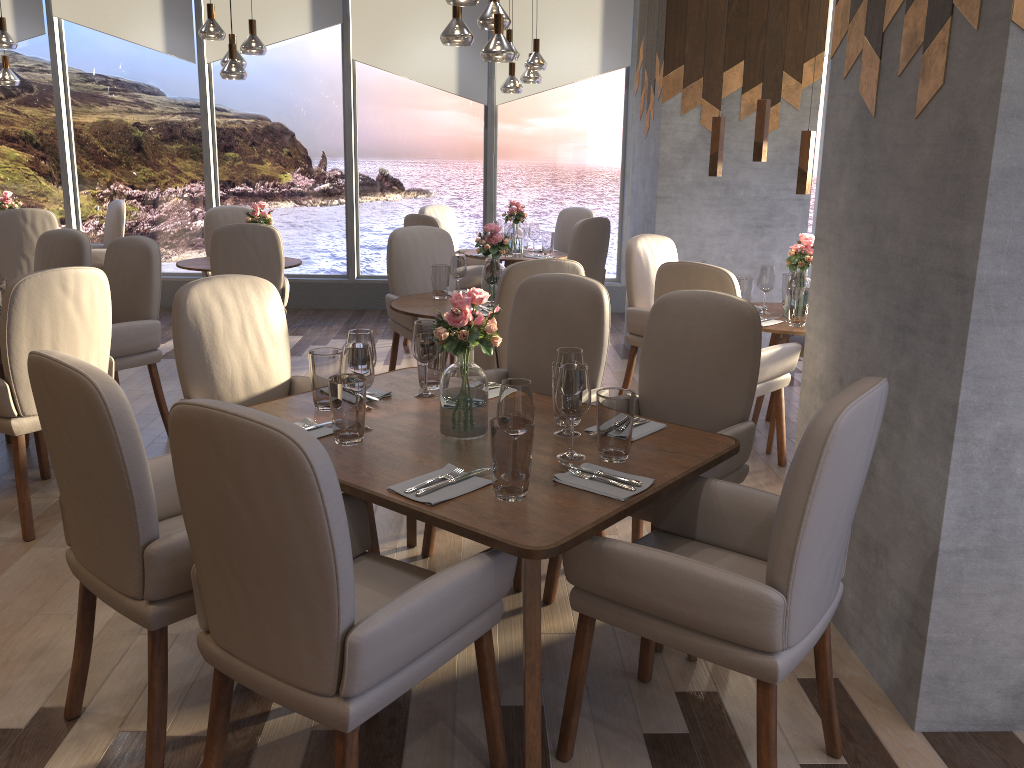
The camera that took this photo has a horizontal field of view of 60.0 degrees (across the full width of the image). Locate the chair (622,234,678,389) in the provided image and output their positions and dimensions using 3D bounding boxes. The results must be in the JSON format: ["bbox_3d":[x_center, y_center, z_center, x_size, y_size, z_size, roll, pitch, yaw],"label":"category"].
[{"bbox_3d":[0.946,-0.314,4.955,0.530,0.993,0.602,-11,18,-41],"label":"chair"}]

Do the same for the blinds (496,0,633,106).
[{"bbox_3d":[0.469,-3.736,7.516,1.173,2.662,0.007,1,13,-2],"label":"blinds"}]

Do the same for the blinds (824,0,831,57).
[{"bbox_3d":[2.351,-3.560,6.991,0.007,2.662,1.182,1,13,-2],"label":"blinds"}]

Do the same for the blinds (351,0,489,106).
[{"bbox_3d":[-0.778,-3.746,7.468,1.173,2.662,0.007,1,13,-2],"label":"blinds"}]

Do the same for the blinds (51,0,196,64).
[{"bbox_3d":[-3.283,-4.056,7.306,1.173,2.662,0.007,1,13,-2],"label":"blinds"}]

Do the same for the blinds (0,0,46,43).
[{"bbox_3d":[-4.531,-3.926,7.291,1.173,2.662,0.007,1,13,-2],"label":"blinds"}]

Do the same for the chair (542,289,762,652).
[{"bbox_3d":[0.471,0.221,2.874,0.530,0.993,0.602,12,18,40],"label":"chair"}]

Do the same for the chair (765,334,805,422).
[{"bbox_3d":[1.787,-0.289,4.920,0.530,0.993,0.602,12,18,40],"label":"chair"}]

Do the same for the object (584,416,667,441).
[{"bbox_3d":[0.316,0.124,2.540,0.158,0.019,0.256,13,19,39],"label":"object"}]

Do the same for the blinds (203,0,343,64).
[{"bbox_3d":[-2.020,-4.045,7.355,1.173,2.662,0.007,1,13,-2],"label":"blinds"}]

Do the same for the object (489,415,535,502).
[{"bbox_3d":[-0.002,0.172,2.023,0.102,0.177,0.103,-4,14,-22],"label":"object"}]

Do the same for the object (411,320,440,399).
[{"bbox_3d":[-0.276,-0.079,2.834,0.092,0.243,0.093,1,13,-2],"label":"object"}]

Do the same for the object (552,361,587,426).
[{"bbox_3d":[0.164,0.028,2.585,0.102,0.177,0.102,-11,18,-42],"label":"object"}]

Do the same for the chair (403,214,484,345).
[{"bbox_3d":[-0.476,-0.781,6.640,0.530,0.993,0.602,14,18,43],"label":"chair"}]

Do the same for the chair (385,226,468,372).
[{"bbox_3d":[-0.449,-0.399,5.182,0.529,0.993,0.603,-5,15,-25],"label":"chair"}]

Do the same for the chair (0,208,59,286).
[{"bbox_3d":[-3.575,-0.801,6.496,0.529,0.993,0.602,-10,17,-38],"label":"chair"}]

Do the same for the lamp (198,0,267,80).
[{"bbox_3d":[-1.832,-2.658,5.746,0.439,1.317,0.442,1,13,0],"label":"lamp"}]

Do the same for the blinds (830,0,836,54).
[{"bbox_3d":[2.395,-3.241,5.774,0.007,2.662,1.182,1,13,-2],"label":"blinds"}]

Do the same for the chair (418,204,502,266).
[{"bbox_3d":[-0.457,-0.980,7.402,0.602,0.993,0.530,13,18,40],"label":"chair"}]

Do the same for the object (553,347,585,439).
[{"bbox_3d":[0.158,0.024,2.472,0.092,0.243,0.093,-5,14,-24],"label":"object"}]

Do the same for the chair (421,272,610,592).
[{"bbox_3d":[0.033,0.122,3.221,0.530,0.993,0.602,11,16,35],"label":"chair"}]

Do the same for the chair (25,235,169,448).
[{"bbox_3d":[-2.027,-0.199,4.304,0.529,0.993,0.602,10,16,33],"label":"chair"}]

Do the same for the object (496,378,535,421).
[{"bbox_3d":[0.008,0.113,2.122,0.092,0.243,0.093,0,13,-6],"label":"object"}]

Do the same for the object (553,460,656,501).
[{"bbox_3d":[0.205,0.224,2.152,0.256,0.019,0.158,12,18,37],"label":"object"}]

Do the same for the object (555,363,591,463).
[{"bbox_3d":[0.157,0.074,2.281,0.092,0.243,0.093,5,14,17],"label":"object"}]

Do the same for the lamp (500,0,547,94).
[{"bbox_3d":[0.087,-2.839,6.573,0.440,1.317,0.441,-8,16,-34],"label":"lamp"}]

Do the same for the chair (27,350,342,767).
[{"bbox_3d":[-0.803,0.370,2.215,0.530,0.993,0.602,12,18,40],"label":"chair"}]

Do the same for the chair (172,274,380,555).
[{"bbox_3d":[-0.818,0.153,3.041,0.602,0.993,0.530,13,18,40],"label":"chair"}]

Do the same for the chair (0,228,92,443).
[{"bbox_3d":[-2.507,-0.284,4.595,0.529,0.993,0.603,8,15,28],"label":"chair"}]

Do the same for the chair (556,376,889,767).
[{"bbox_3d":[0.487,0.436,2.055,0.601,0.993,0.530,11,16,35],"label":"chair"}]

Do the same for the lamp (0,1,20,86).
[{"bbox_3d":[-3.891,-2.904,6.538,0.439,1.317,0.442,-1,13,-9],"label":"lamp"}]

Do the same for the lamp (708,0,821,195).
[{"bbox_3d":[1.430,-1.856,4.091,1.165,1.917,0.118,13,18,41],"label":"lamp"}]

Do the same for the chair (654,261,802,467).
[{"bbox_3d":[0.957,-0.084,4.076,0.530,0.993,0.602,14,18,43],"label":"chair"}]

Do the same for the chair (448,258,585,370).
[{"bbox_3d":[0.025,-0.121,4.151,0.529,0.993,0.603,-5,15,-25],"label":"chair"}]

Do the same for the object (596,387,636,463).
[{"bbox_3d":[0.265,0.108,2.287,0.102,0.177,0.103,10,16,33],"label":"object"}]

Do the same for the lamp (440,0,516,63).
[{"bbox_3d":[-0.160,-2.234,4.242,0.439,1.317,0.442,2,13,5],"label":"lamp"}]

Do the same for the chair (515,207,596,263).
[{"bbox_3d":[0.367,-0.969,7.422,0.602,0.993,0.530,-12,18,-43],"label":"chair"}]

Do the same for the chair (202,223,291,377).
[{"bbox_3d":[-1.689,-0.545,5.650,0.528,0.993,0.603,-4,14,-20],"label":"chair"}]

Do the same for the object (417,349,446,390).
[{"bbox_3d":[-0.270,-0.075,2.948,0.102,0.177,0.102,-11,18,-42],"label":"object"}]

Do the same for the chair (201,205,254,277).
[{"bbox_3d":[-2.081,-0.830,6.714,0.528,0.993,0.603,-4,14,-21],"label":"chair"}]

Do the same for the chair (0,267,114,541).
[{"bbox_3d":[-1.896,0.018,3.484,0.601,0.993,0.531,8,15,28],"label":"chair"}]

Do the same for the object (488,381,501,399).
[{"bbox_3d":[-0.118,0.021,2.903,0.158,0.019,0.256,13,19,39],"label":"object"}]

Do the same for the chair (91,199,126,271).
[{"bbox_3d":[-3.472,-1.004,7.280,0.601,0.993,0.531,-8,16,-35],"label":"chair"}]

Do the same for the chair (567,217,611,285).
[{"bbox_3d":[0.390,-0.763,6.632,0.602,0.993,0.530,13,18,41],"label":"chair"}]

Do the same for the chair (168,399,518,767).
[{"bbox_3d":[-0.349,0.465,1.882,0.529,0.993,0.602,10,16,33],"label":"chair"}]
